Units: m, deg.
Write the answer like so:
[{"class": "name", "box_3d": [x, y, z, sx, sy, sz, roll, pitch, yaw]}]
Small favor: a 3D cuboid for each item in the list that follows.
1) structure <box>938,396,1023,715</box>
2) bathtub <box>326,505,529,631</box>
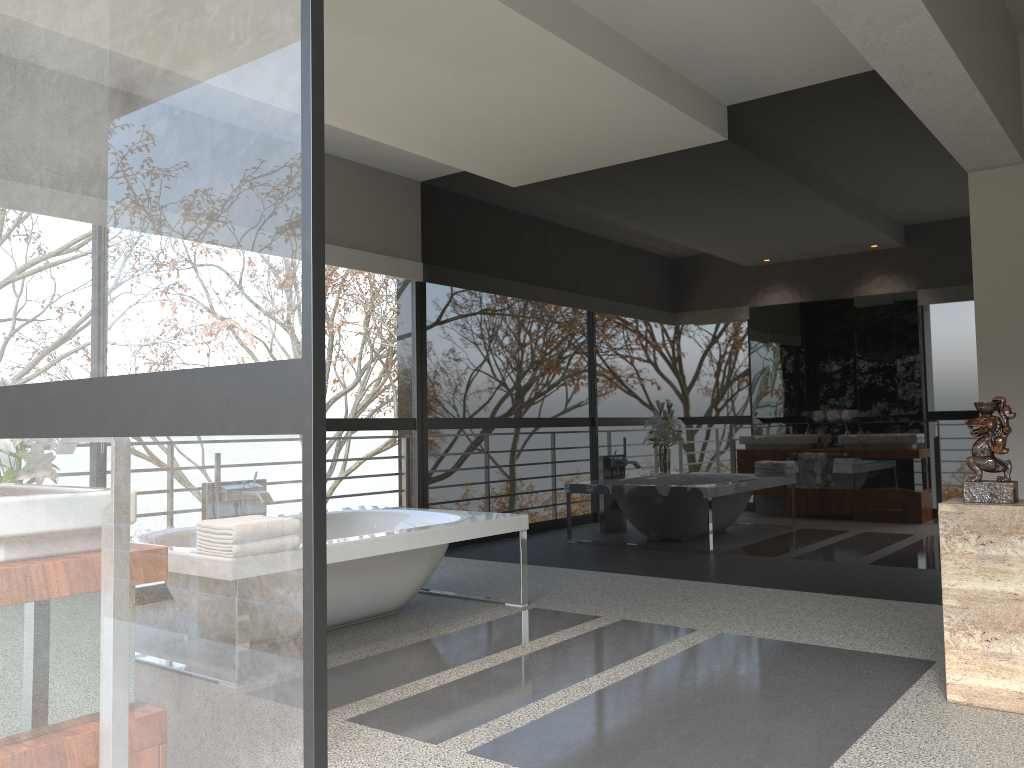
[{"class": "structure", "box_3d": [1.737, 0.581, 3.166, 0.328, 1.075, 0.291, -4, -4, 37]}, {"class": "bathtub", "box_3d": [-1.019, 0.986, 4.597, 1.327, 0.504, 1.957, -3, -4, 37]}]
